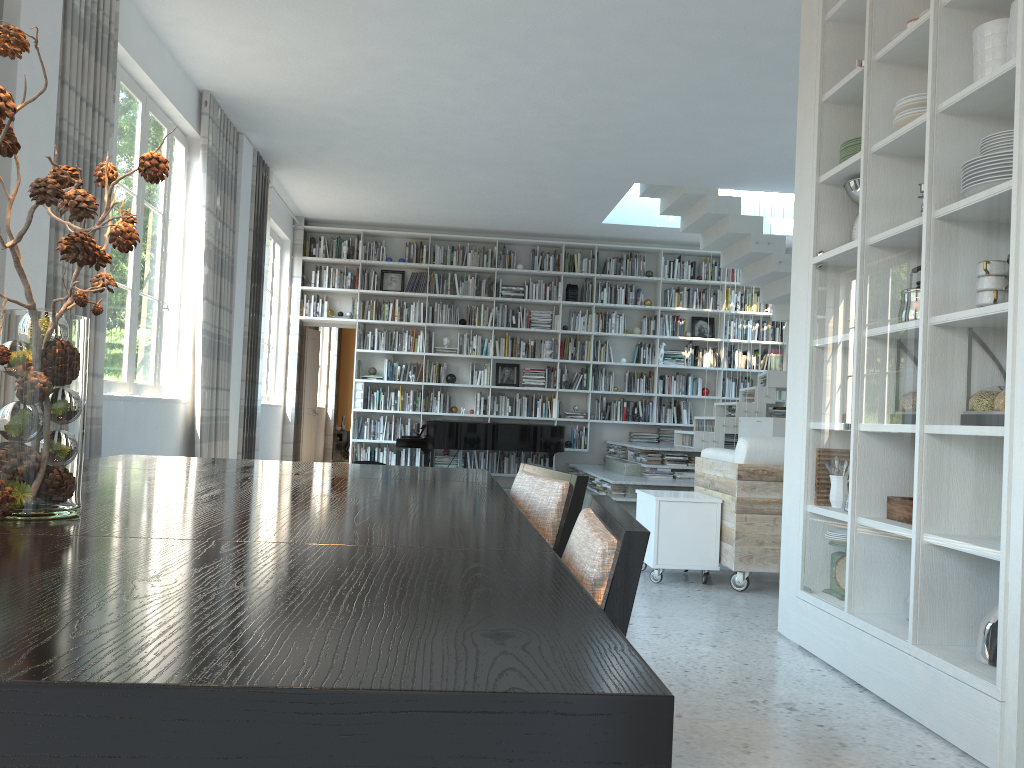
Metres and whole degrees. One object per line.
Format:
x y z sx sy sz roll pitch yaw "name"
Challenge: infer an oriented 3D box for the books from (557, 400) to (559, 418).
0.575 0.322 11.298 0.027 0.229 0.141 3 -2 -4 "books"

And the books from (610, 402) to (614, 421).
1.271 0.353 11.352 0.029 0.234 0.142 3 -2 -4 "books"

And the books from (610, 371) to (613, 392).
1.265 -0.027 11.352 0.014 0.261 0.142 3 -2 -4 "books"

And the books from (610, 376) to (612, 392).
1.250 -0.001 11.346 0.014 0.207 0.180 3 -2 -4 "books"

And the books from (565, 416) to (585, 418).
0.798 0.415 11.252 0.254 0.012 0.161 3 -2 2 "books"

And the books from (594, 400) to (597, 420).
1.065 0.333 11.329 0.012 0.254 0.161 3 -2 -4 "books"

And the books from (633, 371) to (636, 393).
1.565 -0.024 11.384 0.007 0.285 0.159 3 -2 -4 "books"

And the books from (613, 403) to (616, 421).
1.298 0.358 11.350 0.024 0.228 0.159 3 -2 -4 "books"

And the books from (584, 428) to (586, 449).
0.909 0.688 11.229 0.015 0.270 0.157 3 -2 -4 "books"

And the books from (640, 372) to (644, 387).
1.666 -0.015 11.375 0.006 0.274 0.173 3 -2 -4 "books"

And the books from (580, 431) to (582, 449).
0.864 0.707 11.213 0.012 0.225 0.149 3 -2 -4 "books"

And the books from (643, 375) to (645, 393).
1.677 0.008 11.374 0.018 0.229 0.182 3 -2 -4 "books"

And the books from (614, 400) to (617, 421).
1.318 0.339 11.349 0.014 0.268 0.171 3 -2 -4 "books"

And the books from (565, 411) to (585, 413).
0.801 0.354 11.247 0.254 0.012 0.161 2 -2 5 "books"

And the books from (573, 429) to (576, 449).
0.781 0.693 11.198 0.014 0.245 0.176 3 -2 -4 "books"

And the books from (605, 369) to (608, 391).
1.205 -0.041 11.356 0.006 0.285 0.159 3 -2 -4 "books"

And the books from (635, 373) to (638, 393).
1.579 -0.008 11.359 0.018 0.251 0.184 3 -2 -4 "books"

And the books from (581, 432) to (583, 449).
0.876 0.714 11.197 0.011 0.212 0.178 3 -2 -4 "books"

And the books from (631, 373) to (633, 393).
1.520 -0.014 11.374 0.008 0.259 0.158 3 -2 -4 "books"

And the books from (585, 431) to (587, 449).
0.923 0.707 11.216 0.013 0.233 0.149 3 -2 -4 "books"

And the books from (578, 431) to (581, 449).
0.846 0.706 11.195 0.026 0.224 0.175 3 -2 -4 "books"

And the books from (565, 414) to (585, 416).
0.799 0.391 11.254 0.254 0.012 0.161 3 -2 1 "books"

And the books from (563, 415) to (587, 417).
0.799 0.403 11.250 0.285 0.012 0.159 3 -2 -1 "books"

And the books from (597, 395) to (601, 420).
1.102 0.303 11.314 0.010 0.316 0.187 3 -2 -4 "books"

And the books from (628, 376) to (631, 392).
1.493 0.006 11.358 0.016 0.215 0.177 3 -2 -4 "books"

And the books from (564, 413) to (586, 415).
0.800 0.378 11.244 0.254 0.012 0.161 3 -2 -4 "books"

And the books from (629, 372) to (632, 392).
1.509 -0.016 11.374 0.015 0.262 0.149 3 -2 -4 "books"

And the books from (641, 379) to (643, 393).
1.652 0.030 11.369 0.019 0.183 0.190 3 -2 -4 "books"

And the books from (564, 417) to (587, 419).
0.797 0.427 11.254 0.285 0.012 0.159 3 -2 1 "books"

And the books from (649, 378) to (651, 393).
1.760 0.025 11.385 0.013 0.204 0.158 3 -2 -4 "books"

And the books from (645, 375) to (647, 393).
1.711 0.009 11.390 0.021 0.231 0.155 3 -2 -4 "books"

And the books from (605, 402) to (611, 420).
1.214 0.352 11.336 0.065 0.231 0.162 3 -2 -4 "books"

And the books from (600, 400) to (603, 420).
1.132 0.335 11.316 0.023 0.256 0.178 3 -2 -4 "books"

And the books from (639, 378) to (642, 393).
1.636 0.023 11.373 0.015 0.195 0.175 3 -2 -4 "books"

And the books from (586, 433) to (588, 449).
0.934 0.721 11.229 0.012 0.206 0.160 3 -2 -4 "books"

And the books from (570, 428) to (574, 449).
0.759 0.683 11.205 0.005 0.264 0.162 3 -2 -4 "books"

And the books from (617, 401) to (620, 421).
1.350 0.347 11.341 0.025 0.252 0.181 3 -2 -4 "books"

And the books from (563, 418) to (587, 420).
0.797 0.439 11.249 0.285 0.012 0.159 3 -2 -1 "books"

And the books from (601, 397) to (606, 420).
1.159 0.317 11.317 0.030 0.294 0.188 3 -2 -4 "books"

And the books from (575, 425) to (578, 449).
0.804 0.668 11.219 0.032 0.300 0.149 3 -2 -4 "books"

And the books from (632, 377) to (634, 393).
1.537 0.013 11.395 0.031 0.208 0.122 3 -2 -4 "books"

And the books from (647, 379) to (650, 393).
1.731 0.035 11.365 0.016 0.180 0.189 3 -2 -4 "books"

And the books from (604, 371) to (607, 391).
1.186 -0.034 11.338 0.012 0.267 0.183 3 -2 -4 "books"

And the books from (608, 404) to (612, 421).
1.252 0.361 11.340 0.011 0.217 0.175 3 -2 -4 "books"

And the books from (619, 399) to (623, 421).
1.392 0.334 11.363 0.012 0.285 0.159 3 -2 -4 "books"

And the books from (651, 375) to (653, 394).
1.783 0.009 11.407 0.019 0.240 0.134 3 -2 -4 "books"

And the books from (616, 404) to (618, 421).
1.329 0.363 11.355 0.012 0.221 0.153 3 -2 -4 "books"

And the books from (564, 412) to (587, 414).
0.800 0.367 11.253 0.285 0.012 0.159 3 -2 0 "books"

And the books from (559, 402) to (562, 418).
0.604 0.333 11.302 0.030 0.210 0.136 3 -2 -4 "books"

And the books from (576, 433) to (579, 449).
0.824 0.717 11.218 0.013 0.202 0.139 3 -2 -4 "books"

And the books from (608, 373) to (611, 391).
1.236 -0.017 11.348 0.015 0.238 0.176 3 -2 -4 "books"

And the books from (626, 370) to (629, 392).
1.477 -0.031 11.386 0.016 0.289 0.131 3 -2 -4 "books"

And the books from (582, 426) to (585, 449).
0.893 0.679 11.206 0.021 0.285 0.172 3 -2 -4 "books"

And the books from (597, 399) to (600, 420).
1.085 0.329 11.311 0.023 0.262 0.186 3 -2 -4 "books"

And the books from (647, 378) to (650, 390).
1.745 0.024 11.394 0.016 0.205 0.141 3 -2 -4 "books"

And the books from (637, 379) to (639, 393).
1.595 0.027 11.359 0.018 0.182 0.182 3 -2 -4 "books"

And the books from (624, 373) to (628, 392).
1.460 -0.013 11.371 0.019 0.251 0.130 3 -2 -4 "books"

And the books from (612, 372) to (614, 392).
1.278 -0.021 11.354 0.013 0.251 0.172 3 -2 -4 "books"

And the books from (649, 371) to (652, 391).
1.773 -0.020 11.380 0.007 0.295 0.162 3 -2 -4 "books"
